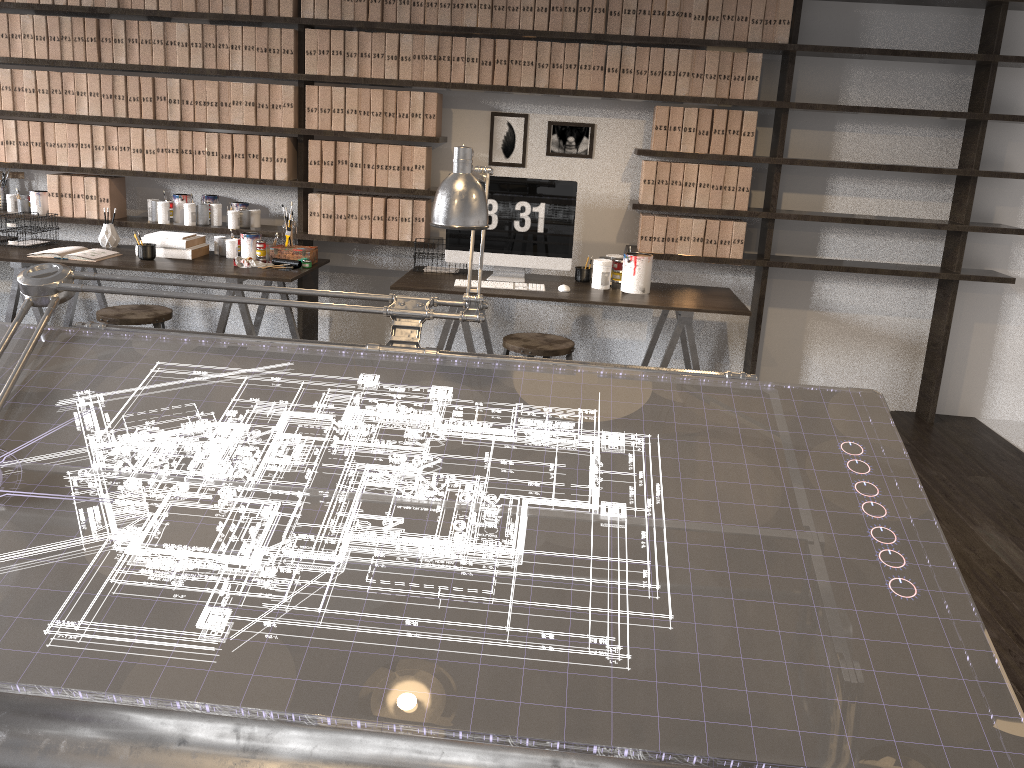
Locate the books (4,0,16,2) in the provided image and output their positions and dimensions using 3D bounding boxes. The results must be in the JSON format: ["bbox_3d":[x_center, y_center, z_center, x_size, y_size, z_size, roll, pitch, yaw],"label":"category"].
[{"bbox_3d":[-2.592,-2.107,4.655,0.067,0.223,0.177,4,15,4],"label":"books"}]

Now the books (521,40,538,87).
[{"bbox_3d":[0.091,-1.632,4.535,0.067,0.223,0.177,4,15,3],"label":"books"}]

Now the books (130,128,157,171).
[{"bbox_3d":[-1.988,-1.271,4.797,0.067,0.223,0.177,4,15,3],"label":"books"}]

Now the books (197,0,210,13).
[{"bbox_3d":[-1.568,-2.025,4.588,0.067,0.223,0.177,4,15,4],"label":"books"}]

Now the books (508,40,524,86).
[{"bbox_3d":[0.026,-1.639,4.546,0.067,0.223,0.177,4,15,3],"label":"books"}]

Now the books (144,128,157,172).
[{"bbox_3d":[-1.916,-1.266,4.794,0.067,0.223,0.177,4,15,4],"label":"books"}]

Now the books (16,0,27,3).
[{"bbox_3d":[-2.527,-2.101,4.649,0.067,0.223,0.177,4,15,3],"label":"books"}]

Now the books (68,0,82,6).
[{"bbox_3d":[-2.246,-2.078,4.628,0.067,0.223,0.177,4,15,4],"label":"books"}]

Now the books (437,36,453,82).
[{"bbox_3d":[-0.334,-1.668,4.569,0.067,0.223,0.177,4,15,4],"label":"books"}]

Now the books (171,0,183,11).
[{"bbox_3d":[-1.701,-2.035,4.595,0.067,0.223,0.177,4,15,4],"label":"books"}]

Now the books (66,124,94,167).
[{"bbox_3d":[-2.341,-1.299,4.819,0.067,0.223,0.177,4,15,4],"label":"books"}]

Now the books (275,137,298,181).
[{"bbox_3d":[-1.207,-1.209,4.748,0.067,0.223,0.177,4,15,3],"label":"books"}]

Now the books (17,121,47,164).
[{"bbox_3d":[-2.617,-1.323,4.844,0.067,0.223,0.177,4,15,4],"label":"books"}]

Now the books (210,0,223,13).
[{"bbox_3d":[-1.497,-2.019,4.583,0.067,0.223,0.176,4,15,4],"label":"books"}]

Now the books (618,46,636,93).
[{"bbox_3d":[0.583,-1.594,4.506,0.067,0.223,0.176,4,15,4],"label":"books"}]

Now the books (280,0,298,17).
[{"bbox_3d":[-1.132,-1.990,4.558,0.067,0.223,0.177,4,15,4],"label":"books"}]

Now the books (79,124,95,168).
[{"bbox_3d":[-2.269,-1.293,4.814,0.067,0.223,0.177,4,15,3],"label":"books"}]

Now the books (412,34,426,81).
[{"bbox_3d":[-0.468,-1.678,4.576,0.067,0.223,0.177,4,15,4],"label":"books"}]

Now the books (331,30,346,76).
[{"bbox_3d":[-0.884,-1.710,4.599,0.067,0.223,0.177,4,15,3],"label":"books"}]

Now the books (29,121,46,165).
[{"bbox_3d":[-2.543,-1.315,4.833,0.067,0.223,0.177,4,15,3],"label":"books"}]

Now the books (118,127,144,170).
[{"bbox_3d":[-2.058,-1.278,4.806,0.067,0.223,0.177,4,15,4],"label":"books"}]

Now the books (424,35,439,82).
[{"bbox_3d":[-0.402,-1.671,4.567,0.067,0.223,0.177,4,15,3],"label":"books"}]

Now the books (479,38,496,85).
[{"bbox_3d":[-0.122,-1.651,4.555,0.067,0.223,0.177,4,15,3],"label":"books"}]

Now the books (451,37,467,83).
[{"bbox_3d":[-0.264,-1.662,4.564,0.067,0.223,0.176,4,15,4],"label":"books"}]

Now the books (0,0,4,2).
[{"bbox_3d":[-2.666,-2.111,4.655,0.067,0.223,0.177,4,15,3],"label":"books"}]

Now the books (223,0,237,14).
[{"bbox_3d":[-1.427,-2.013,4.575,0.067,0.223,0.176,4,15,3],"label":"books"}]

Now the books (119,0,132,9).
[{"bbox_3d":[-1.975,-2.058,4.616,0.067,0.223,0.176,4,15,4],"label":"books"}]

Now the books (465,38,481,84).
[{"bbox_3d":[-0.194,-1.655,4.555,0.067,0.223,0.176,4,15,3],"label":"books"}]

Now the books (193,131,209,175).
[{"bbox_3d":[-1.649,-1.246,4.780,0.067,0.223,0.176,4,15,4],"label":"books"}]

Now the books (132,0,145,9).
[{"bbox_3d":[-1.906,-2.052,4.609,0.067,0.223,0.177,4,15,4],"label":"books"}]

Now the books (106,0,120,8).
[{"bbox_3d":[-2.045,-2.061,4.613,0.067,0.223,0.177,4,15,4],"label":"books"}]

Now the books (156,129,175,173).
[{"bbox_3d":[-1.853,-1.262,4.792,0.067,0.223,0.177,4,15,4],"label":"books"}]

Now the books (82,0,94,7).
[{"bbox_3d":[-2.174,-2.072,4.625,0.067,0.223,0.177,4,15,3],"label":"books"}]

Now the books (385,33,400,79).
[{"bbox_3d":[-0.603,-1.688,4.582,0.067,0.223,0.177,4,15,3],"label":"books"}]

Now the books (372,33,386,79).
[{"bbox_3d":[-0.672,-1.694,4.590,0.067,0.223,0.177,4,15,4],"label":"books"}]

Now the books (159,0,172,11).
[{"bbox_3d":[-1.764,-2.040,4.598,0.067,0.223,0.177,4,15,4],"label":"books"}]

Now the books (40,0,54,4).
[{"bbox_3d":[-2.392,-2.089,4.636,0.067,0.223,0.177,4,15,3],"label":"books"}]

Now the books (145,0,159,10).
[{"bbox_3d":[-1.836,-2.045,4.601,0.067,0.223,0.177,4,15,3],"label":"books"}]

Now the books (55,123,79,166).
[{"bbox_3d":[-2.404,-1.305,4.827,0.067,0.223,0.177,4,15,3],"label":"books"}]

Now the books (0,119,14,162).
[{"bbox_3d":[-2.758,-1.334,4.852,0.067,0.223,0.176,4,15,3],"label":"books"}]

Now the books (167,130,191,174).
[{"bbox_3d":[-1.787,-1.255,4.783,0.067,0.223,0.177,4,15,3],"label":"books"}]

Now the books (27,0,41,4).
[{"bbox_3d":[-2.464,-2.095,4.640,0.067,0.223,0.177,4,15,4],"label":"books"}]

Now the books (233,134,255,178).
[{"bbox_3d":[-1.434,-1.227,4.761,0.067,0.223,0.177,4,15,4],"label":"books"}]

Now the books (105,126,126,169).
[{"bbox_3d":[-2.127,-1.284,4.812,0.067,0.223,0.176,4,15,4],"label":"books"}]

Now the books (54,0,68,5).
[{"bbox_3d":[-2.320,-2.084,4.634,0.067,0.223,0.176,4,15,3],"label":"books"}]

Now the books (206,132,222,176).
[{"bbox_3d":[-1.579,-1.239,4.771,0.067,0.223,0.176,4,15,3],"label":"books"}]

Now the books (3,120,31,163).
[{"bbox_3d":[-2.688,-1.327,4.844,0.067,0.223,0.176,4,15,4],"label":"books"}]

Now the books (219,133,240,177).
[{"bbox_3d":[-1.508,-1.234,4.771,0.067,0.223,0.177,4,15,3],"label":"books"}]

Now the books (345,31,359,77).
[{"bbox_3d":[-0.811,-1.705,4.597,0.067,0.223,0.176,4,15,3],"label":"books"}]

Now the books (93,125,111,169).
[{"bbox_3d":[-2.197,-1.288,4.813,0.067,0.223,0.176,4,15,3],"label":"books"}]

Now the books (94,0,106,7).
[{"bbox_3d":[-2.111,-2.068,4.622,0.067,0.223,0.177,4,15,3],"label":"books"}]

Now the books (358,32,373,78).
[{"bbox_3d":[-0.742,-1.701,4.596,0.067,0.223,0.176,4,15,4],"label":"books"}]

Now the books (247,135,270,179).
[{"bbox_3d":[-1.360,-1.223,4.761,0.067,0.223,0.177,4,15,3],"label":"books"}]

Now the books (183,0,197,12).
[{"bbox_3d":[-1.635,-2.029,4.587,0.067,0.223,0.177,4,15,3],"label":"books"}]

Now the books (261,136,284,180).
[{"bbox_3d":[-1.285,-1.215,4.751,0.067,0.223,0.177,4,15,4],"label":"books"}]

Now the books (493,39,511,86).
[{"bbox_3d":[-0.048,-1.644,4.545,0.067,0.223,0.177,4,15,4],"label":"books"}]

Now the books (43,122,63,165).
[{"bbox_3d":[-2.469,-1.311,4.834,0.067,0.223,0.177,4,15,4],"label":"books"}]

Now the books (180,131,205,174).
[{"bbox_3d":[-1.720,-1.251,4.784,0.067,0.223,0.177,4,15,4],"label":"books"}]
